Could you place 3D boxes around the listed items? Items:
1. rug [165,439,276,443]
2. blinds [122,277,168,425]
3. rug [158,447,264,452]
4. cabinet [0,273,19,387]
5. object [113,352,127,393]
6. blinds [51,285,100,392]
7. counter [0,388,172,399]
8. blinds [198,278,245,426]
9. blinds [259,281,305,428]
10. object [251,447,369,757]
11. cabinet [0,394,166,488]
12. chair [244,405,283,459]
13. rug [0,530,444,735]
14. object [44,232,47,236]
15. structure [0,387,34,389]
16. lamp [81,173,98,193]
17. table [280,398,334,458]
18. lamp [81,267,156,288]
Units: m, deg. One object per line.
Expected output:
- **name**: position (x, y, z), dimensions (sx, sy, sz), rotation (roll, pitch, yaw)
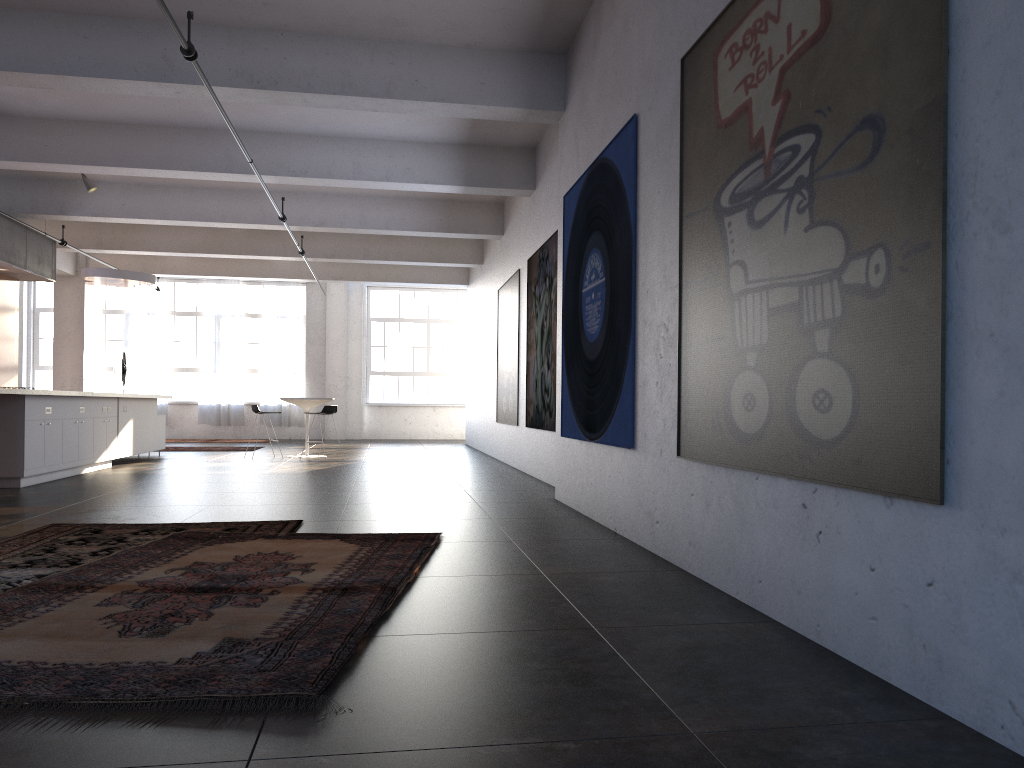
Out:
- **rug**: position (-6.956, 1.269, 19.770), dimensions (3.154, 0.009, 1.801), rotation (1, -1, -11)
- **blinds**: position (-8.483, -0.865, 20.528), dimensions (1.040, 3.674, 0.358), rotation (1, 0, -11)
- **rug**: position (-6.126, 1.178, 16.192), dimensions (2.905, 0.029, 1.841), rotation (1, -1, -10)
- **cabinet**: position (-8.179, -0.441, 9.387), dimensions (2.396, 2.562, 8.051), rotation (1, -1, -8)
- **object**: position (-8.262, 0.278, 18.539), dimensions (1.189, 1.919, 1.048), rotation (1, 0, -10)
- **blinds**: position (-9.975, -0.888, 20.279), dimensions (1.034, 3.713, 0.312), rotation (1, 0, -11)
- **counter**: position (-5.492, 0.584, 10.685), dimensions (1.150, 0.971, 6.610), rotation (1, -1, -8)
- **blinds**: position (-6.798, -0.852, 20.833), dimensions (1.045, 3.697, 0.336), rotation (1, 0, -13)
- **blinds**: position (-5.443, -0.838, 21.091), dimensions (1.038, 3.750, 0.339), rotation (1, 0, -12)
- **object**: position (-6.012, 1.127, 7.533), dimensions (19.885, 0.001, 27.016), rotation (1, -1, -9)
- **cabinet**: position (-5.568, 0.627, 11.289), dimensions (0.928, 0.930, 5.610), rotation (1, -1, -8)
- **chair**: position (-3.870, 0.774, 13.830), dimensions (0.515, 0.895, 0.455), rotation (1, -1, -32)
- **rug**: position (-1.323, 0.911, 3.967), dimensions (1.876, 0.048, 3.523), rotation (1, -1, 1)
- **object**: position (-8.227, 0.251, 3.776), dimensions (0.948, 1.214, 13.202), rotation (1, -1, 3)
- **structure**: position (-5.564, 0.069, 9.730), dimensions (0.515, 0.072, 0.635), rotation (1, -1, -9)
- **lamp**: position (-5.654, -2.704, 11.823), dimensions (0.225, 0.287, 0.130), rotation (1, -1, -26)
- **table**: position (-3.296, 0.701, 14.262), dimensions (0.834, 0.951, 0.823), rotation (1, -1, -9)
- **lamp**: position (-6.052, -1.598, 13.345), dimensions (1.057, 0.130, 1.028), rotation (0, -2, 37)
